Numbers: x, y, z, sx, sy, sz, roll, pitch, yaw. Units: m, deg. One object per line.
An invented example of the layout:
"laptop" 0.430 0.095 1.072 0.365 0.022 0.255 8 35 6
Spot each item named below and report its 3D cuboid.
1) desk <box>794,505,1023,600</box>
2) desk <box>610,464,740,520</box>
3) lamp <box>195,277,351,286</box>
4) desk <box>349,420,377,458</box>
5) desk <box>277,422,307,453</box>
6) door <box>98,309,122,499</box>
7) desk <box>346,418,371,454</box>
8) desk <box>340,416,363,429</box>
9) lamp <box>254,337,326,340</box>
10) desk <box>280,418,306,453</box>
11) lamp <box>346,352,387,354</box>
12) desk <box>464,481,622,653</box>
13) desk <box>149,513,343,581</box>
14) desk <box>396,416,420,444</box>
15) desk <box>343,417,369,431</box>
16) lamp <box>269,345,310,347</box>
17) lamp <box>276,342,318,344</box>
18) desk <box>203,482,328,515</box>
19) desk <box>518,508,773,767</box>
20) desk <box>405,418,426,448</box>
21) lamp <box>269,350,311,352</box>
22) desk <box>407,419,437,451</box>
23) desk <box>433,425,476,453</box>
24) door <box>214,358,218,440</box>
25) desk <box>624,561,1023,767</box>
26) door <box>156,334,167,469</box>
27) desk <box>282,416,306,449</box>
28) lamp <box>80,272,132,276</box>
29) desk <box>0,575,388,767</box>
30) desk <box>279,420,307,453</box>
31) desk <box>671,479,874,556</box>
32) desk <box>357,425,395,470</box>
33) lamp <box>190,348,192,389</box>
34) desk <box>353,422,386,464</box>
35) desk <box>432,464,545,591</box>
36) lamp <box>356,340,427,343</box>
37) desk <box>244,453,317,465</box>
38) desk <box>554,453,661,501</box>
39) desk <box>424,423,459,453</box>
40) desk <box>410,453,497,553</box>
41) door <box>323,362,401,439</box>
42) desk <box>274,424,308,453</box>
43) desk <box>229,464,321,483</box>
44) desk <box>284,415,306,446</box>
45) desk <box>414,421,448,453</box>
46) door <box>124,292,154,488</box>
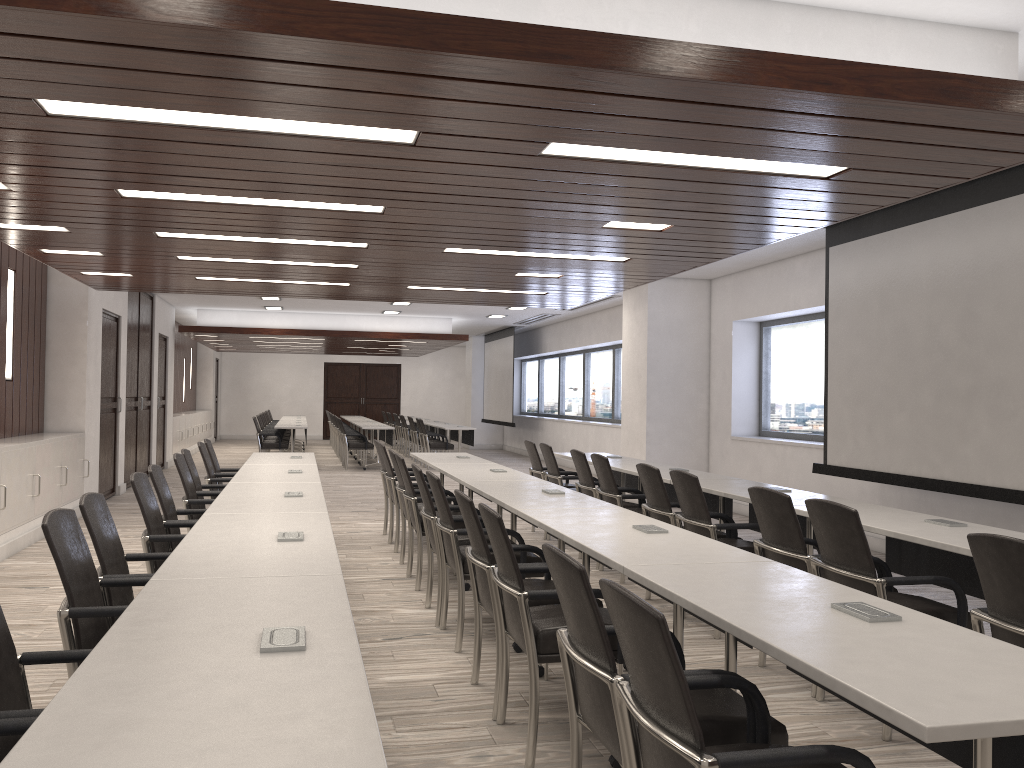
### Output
"desk" 1.935 1.049 4.176 0.577 0.795 1.509 1 -1 -13
"desk" 1.228 1.084 7.141 0.577 0.795 1.509 1 -1 -13
"lamp" -2.361 -1.044 8.811 1.496 0.045 0.236 1 -1 -13
"desk" -3.275 1.210 19.573 0.577 0.795 1.509 1 -1 -13
"desk" -4.401 1.164 17.749 0.577 0.795 1.509 1 -1 -13
"door" -5.065 0.266 11.017 0.200 2.323 1.163 1 -1 -13
"desk" -3.628 1.227 21.054 0.577 0.795 1.509 1 -1 -13
"desk" -4.335 1.263 24.019 0.577 0.795 1.509 1 -1 -13
"lamp" -4.480 -0.938 17.698 1.496 0.045 0.236 1 -1 -13
"desk" -5.105 1.199 20.702 0.577 0.795 1.509 1 -1 -13
"lamp" -3.701 -0.838 23.312 1.496 0.045 0.236 1 -1 -13
"desk" 0.126 1.039 5.310 0.577 0.795 1.509 1 -1 -13
"desk" -0.998 0.993 3.477 0.577 0.795 1.509 1 -1 -13
"desk" -2.879 1.291 24.366 0.577 0.795 1.509 1 -1 -13
"desk" -3.982 1.245 22.538 0.577 0.795 1.509 1 -1 -13
"lamp" -5.144 -0.904 20.480 1.496 0.045 0.236 1 -1 -13
"lamp" -4.838 -0.920 19.196 1.496 0.045 0.236 1 -1 -13
"desk" -1.352 1.011 4.958 0.577 0.795 1.509 1 -1 -13
"desk" 0.479 1.021 3.829 0.577 0.795 1.509 1 -1 -13
"desk" -2.526 1.273 22.885 0.577 0.795 1.509 1 -1 -13
"lamp" -5.705 -0.876 22.834 1.496 0.045 0.236 1 -1 -13
"desk" -2.172 1.255 21.401 0.577 0.795 1.509 1 -1 -13
"desk" -1.114 1.202 16.967 0.577 0.795 1.509 1 -1 -13
"door" -8.393 0.434 24.977 0.200 2.323 1.163 1 -1 -13
"desk" 0.830 1.003 2.357 0.577 0.795 1.509 1 -1 -13
"door" -6.055 0.316 15.170 0.200 2.323 1.163 1 -1 -13
"desk" -5.459 1.217 22.186 0.577 0.795 1.509 1 -1 -13
"lamp" -3.865 -1.073 8.453 0.464 0.045 0.236 1 -1 -13
"desk" -0.647 0.975 2.005 0.577 0.795 1.509 1 -1 -13
"desk" -4.752 1.181 19.221 0.577 0.795 1.509 1 -1 -13
"desk" 1.582 1.067 5.657 0.577 0.795 1.509 1 -1 -13
"desk" -2.571 1.174 16.620 0.577 0.795 1.509 1 -1 -13
"lamp" -8.194 -0.399 22.491 0.094 1.058 0.236 1 -1 -13
"desk" -2.924 1.192 18.101 0.577 0.795 1.509 1 -1 -13
"desk" -0.228 1.057 6.794 0.577 0.795 1.509 1 -1 -13
"lamp" -2.476 -0.900 18.176 1.496 0.045 0.236 1 -1 -13
"desk" -2.058 1.046 7.923 0.577 0.795 1.509 1 -1 -13
"desk" 0.875 1.102 8.622 0.577 0.795 1.509 1 -1 -13
"desk" -1.468 1.220 18.448 0.577 0.795 1.509 1 -1 -13
"desk" -0.581 1.074 8.275 0.577 0.795 1.509 1 -1 -13
"door" -4.567 0.525 27.078 2.329 2.323 0.200 1 -1 -13
"desk" -4.048 1.146 16.268 0.577 0.795 1.509 1 -1 -13
"desk" -1.705 1.029 6.442 0.577 0.795 1.509 1 -1 -13
"desk" -5.812 1.235 23.667 0.577 0.795 1.509 1 -1 -13
"desk" -1.819 1.237 19.920 0.577 0.795 1.509 1 -1 -13
"door" -5.556 0.009 13.100 0.200 2.889 2.327 1 -1 -13
